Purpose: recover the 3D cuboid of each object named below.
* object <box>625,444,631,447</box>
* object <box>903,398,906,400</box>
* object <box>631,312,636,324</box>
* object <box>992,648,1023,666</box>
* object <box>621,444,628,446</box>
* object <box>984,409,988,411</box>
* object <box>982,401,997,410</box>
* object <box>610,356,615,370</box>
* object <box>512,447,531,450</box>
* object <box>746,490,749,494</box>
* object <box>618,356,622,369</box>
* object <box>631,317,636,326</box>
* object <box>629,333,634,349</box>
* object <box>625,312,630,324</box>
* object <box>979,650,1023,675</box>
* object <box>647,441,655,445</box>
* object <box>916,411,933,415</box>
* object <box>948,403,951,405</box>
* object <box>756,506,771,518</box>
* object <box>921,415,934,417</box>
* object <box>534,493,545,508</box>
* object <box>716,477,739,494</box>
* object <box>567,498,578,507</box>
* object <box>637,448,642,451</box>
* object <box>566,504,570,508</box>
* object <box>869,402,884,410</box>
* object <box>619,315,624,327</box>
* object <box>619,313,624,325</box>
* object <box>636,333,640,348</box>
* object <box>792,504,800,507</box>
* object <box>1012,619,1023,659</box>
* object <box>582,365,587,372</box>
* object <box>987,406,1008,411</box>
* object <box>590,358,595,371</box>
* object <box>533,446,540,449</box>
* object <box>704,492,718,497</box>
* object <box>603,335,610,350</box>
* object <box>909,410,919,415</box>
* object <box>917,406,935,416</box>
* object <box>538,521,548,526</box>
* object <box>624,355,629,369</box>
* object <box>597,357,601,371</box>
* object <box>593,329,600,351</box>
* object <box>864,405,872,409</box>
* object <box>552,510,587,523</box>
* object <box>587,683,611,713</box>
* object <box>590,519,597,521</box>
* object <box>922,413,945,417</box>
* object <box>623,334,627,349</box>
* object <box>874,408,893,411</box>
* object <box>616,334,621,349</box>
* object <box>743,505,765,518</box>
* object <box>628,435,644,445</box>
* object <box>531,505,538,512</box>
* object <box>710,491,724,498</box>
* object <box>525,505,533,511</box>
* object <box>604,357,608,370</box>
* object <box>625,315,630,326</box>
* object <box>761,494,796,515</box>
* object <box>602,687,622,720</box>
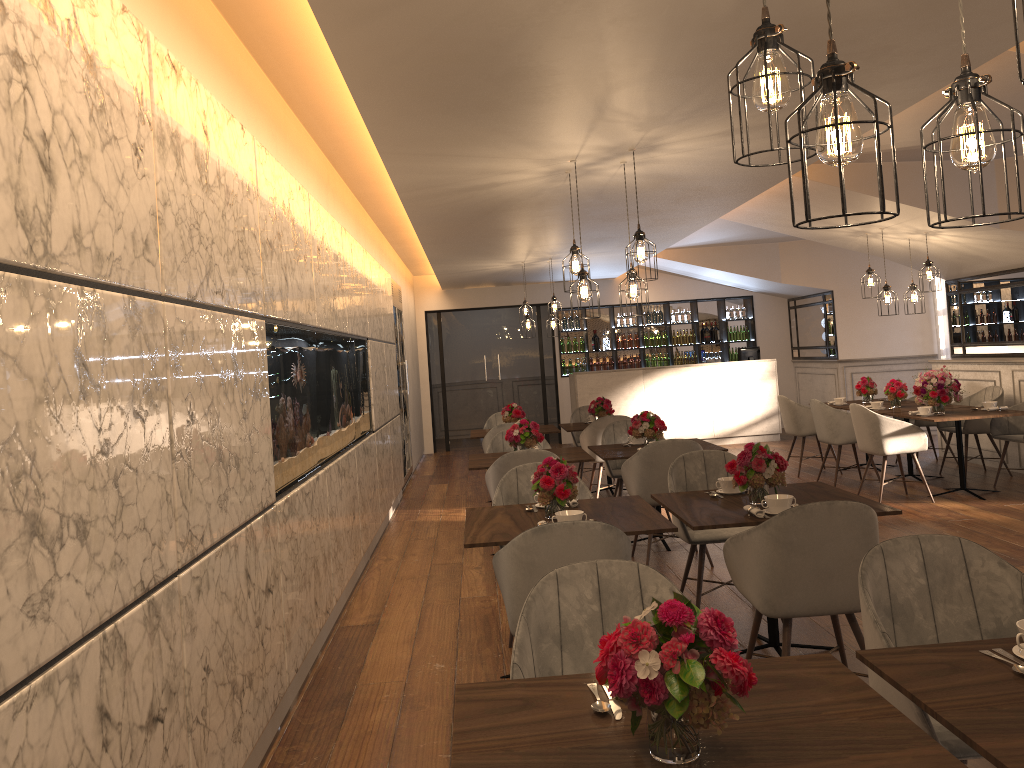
[{"bbox_3d":[0.922,0.484,7.006,0.022,0.004,0.210,-4,2,-2],"label":"object"},{"bbox_3d":[4.179,0.167,9.581,0.175,0.039,0.056,-4,1,-2],"label":"object"},{"bbox_3d":[2.020,-1.095,14.729,0.069,0.209,0.040,-4,-1,-3],"label":"object"},{"bbox_3d":[1.133,0.621,1.960,0.022,0.004,0.210,-4,2,-2],"label":"object"},{"bbox_3d":[0.886,0.481,7.011,0.043,0.015,0.197,-4,2,-6],"label":"object"},{"bbox_3d":[4.244,0.223,7.789,0.192,0.024,0.025,-4,0,-3],"label":"object"},{"bbox_3d":[4.249,0.197,7.870,0.148,0.072,0.148,-3,1,40],"label":"object"},{"bbox_3d":[1.666,-0.335,14.722,0.065,0.262,0.065,-3,-2,-24],"label":"object"},{"bbox_3d":[0.080,0.508,6.996,0.148,0.072,0.148,-3,1,40],"label":"object"},{"bbox_3d":[1.185,0.532,4.460,0.025,0.024,0.192,-4,2,-2],"label":"object"},{"bbox_3d":[1.792,-0.344,14.727,0.065,0.262,0.065,-3,-2,-24],"label":"object"},{"bbox_3d":[2.023,-1.059,14.728,0.070,0.190,0.041,-4,-1,-3],"label":"object"},{"bbox_3d":[1.987,-0.721,14.747,0.065,0.262,0.065,-3,-2,-24],"label":"object"},{"bbox_3d":[1.920,-1.088,14.725,0.069,0.209,0.040,-4,-1,-3],"label":"object"},{"bbox_3d":[1.098,0.618,1.965,0.043,0.015,0.197,-4,2,-6],"label":"object"},{"bbox_3d":[1.057,0.458,6.430,0.148,0.072,0.148,-3,1,40],"label":"object"},{"bbox_3d":[3.651,0.261,7.886,0.192,0.024,0.025,-4,0,-3],"label":"object"},{"bbox_3d":[4.216,0.191,8.687,0.175,0.039,0.056,-4,1,-2],"label":"object"},{"bbox_3d":[1.087,0.557,3.865,0.025,0.024,0.192,-4,2,-2],"label":"object"},{"bbox_3d":[3.675,0.275,7.729,0.211,0.004,0.022,-4,2,-3],"label":"object"},{"bbox_3d":[0.188,0.577,4.426,0.148,0.072,0.148,-4,1,-25],"label":"object"},{"bbox_3d":[1.104,0.514,4.466,0.148,0.072,0.148,-4,1,-25],"label":"object"},{"bbox_3d":[0.303,0.586,4.431,0.056,0.039,0.175,-4,2,-2],"label":"object"},{"bbox_3d":[0.945,0.483,6.425,0.056,0.039,0.175,-4,2,-2],"label":"object"},{"bbox_3d":[0.269,0.596,4.419,0.025,0.024,0.192,-4,2,-2],"label":"object"},{"bbox_3d":[3.605,0.215,8.738,0.148,0.072,0.148,-3,1,40],"label":"object"},{"bbox_3d":[1.822,-1.045,14.719,0.070,0.190,0.041,-4,-1,-3],"label":"object"},{"bbox_3d":[1.820,-1.081,14.720,0.069,0.209,0.040,-4,-1,-3],"label":"object"},{"bbox_3d":[2.097,-0.729,14.752,0.065,0.262,0.065,-3,-2,-24],"label":"object"},{"bbox_3d":[1.279,0.548,3.883,0.043,0.015,0.197,-4,2,-6],"label":"object"},{"bbox_3d":[1.207,0.581,1.990,0.148,0.072,0.148,-4,1,-25],"label":"object"},{"bbox_3d":[1.203,-0.303,14.701,0.065,0.262,0.065,-3,-2,-24],"label":"object"},{"bbox_3d":[4.255,0.217,7.755,0.175,0.039,0.056,-4,1,-2],"label":"object"},{"bbox_3d":[1.336,-0.312,14.707,0.065,0.262,0.065,-3,-2,-24],"label":"object"},{"bbox_3d":[0.195,0.517,7.001,0.056,0.039,0.175,-4,2,-2],"label":"object"},{"bbox_3d":[0.994,0.551,4.441,0.043,0.015,0.197,-4,2,-6],"label":"object"},{"bbox_3d":[1.570,-0.701,14.727,0.108,0.282,0.108,-5,-2,44],"label":"object"},{"bbox_3d":[3.640,0.254,7.920,0.175,0.039,0.056,-4,1,-2],"label":"object"},{"bbox_3d":[3.644,0.240,7.807,0.148,0.072,0.148,-3,1,40],"label":"object"},{"bbox_3d":[0.137,0.616,3.814,0.056,0.039,0.175,-4,2,-2],"label":"object"},{"bbox_3d":[1.902,-0.352,14.732,0.065,0.262,0.065,-3,-2,-24],"label":"object"},{"bbox_3d":[1.446,-0.320,14.712,0.065,0.262,0.065,-3,-2,-24],"label":"object"},{"bbox_3d":[1.401,-0.729,14.726,0.104,0.360,0.104,-3,-2,-30],"label":"object"},{"bbox_3d":[3.601,0.228,8.852,0.175,0.039,0.056,-4,1,-2],"label":"object"},{"bbox_3d":[0.249,0.591,3.820,0.148,0.072,0.148,-4,1,-25],"label":"object"},{"bbox_3d":[0.182,0.682,1.925,0.043,0.015,0.197,-4,2,-6],"label":"object"},{"bbox_3d":[0.355,0.612,3.843,0.043,0.015,0.197,-4,2,1],"label":"object"},{"bbox_3d":[3.670,0.270,7.694,0.197,0.015,0.043,-4,1,-6],"label":"object"},{"bbox_3d":[1.877,-0.714,14.742,0.065,0.262,0.065,-3,-2,-24],"label":"object"},{"bbox_3d":[3.631,0.245,8.625,0.197,0.015,0.043,-4,1,-6],"label":"object"},{"bbox_3d":[1.767,-0.706,14.737,0.065,0.262,0.065,-3,-2,-24],"label":"object"},{"bbox_3d":[1.053,0.552,3.854,0.056,0.039,0.175,-4,2,-2],"label":"object"},{"bbox_3d":[0.996,0.444,7.037,0.148,0.072,0.148,-3,1,40],"label":"object"},{"bbox_3d":[0.114,0.618,4.395,0.022,0.004,0.210,-4,2,-2],"label":"object"},{"bbox_3d":[1.030,0.554,4.436,0.022,0.004,0.210,-4,2,-2],"label":"object"},{"bbox_3d":[0.078,0.614,4.401,0.043,0.015,0.197,-4,2,-6],"label":"object"},{"bbox_3d":[1.556,-0.327,14.717,0.065,0.262,0.065,-3,-2,-24],"label":"object"},{"bbox_3d":[1.922,-1.052,14.724,0.070,0.190,0.041,-4,-1,-3],"label":"object"},{"bbox_3d":[1.165,0.528,3.860,0.148,0.072,0.148,-4,1,-25],"label":"object"},{"bbox_3d":[0.217,0.685,1.919,0.022,0.004,0.210,-4,2,-2],"label":"object"}]
